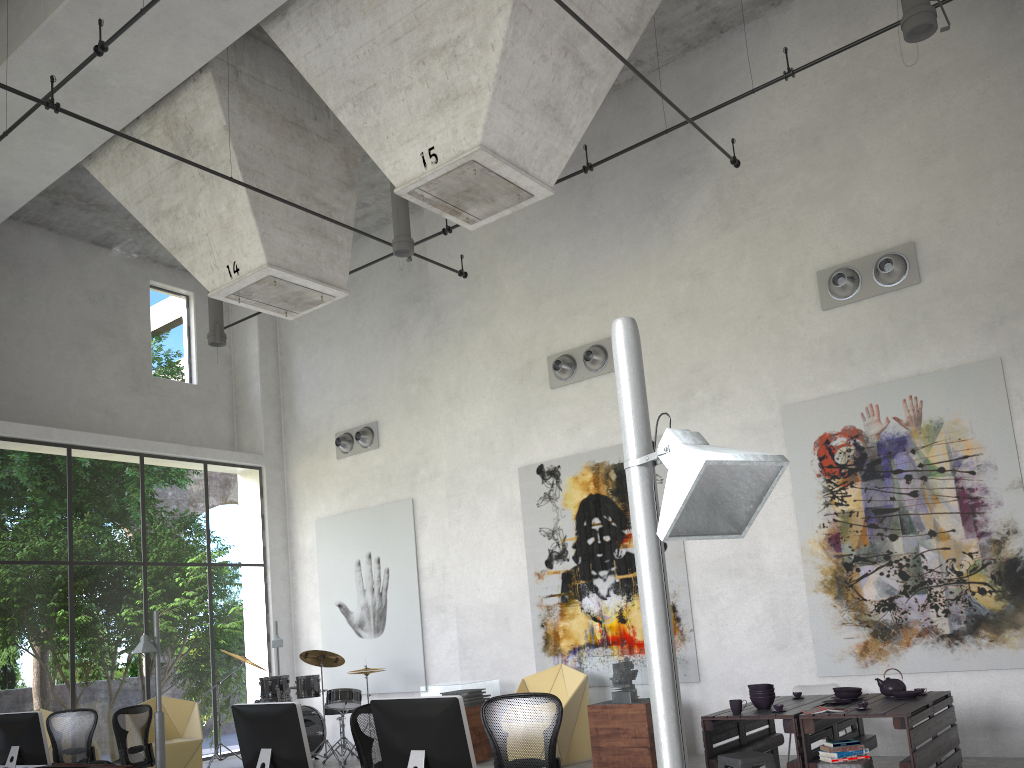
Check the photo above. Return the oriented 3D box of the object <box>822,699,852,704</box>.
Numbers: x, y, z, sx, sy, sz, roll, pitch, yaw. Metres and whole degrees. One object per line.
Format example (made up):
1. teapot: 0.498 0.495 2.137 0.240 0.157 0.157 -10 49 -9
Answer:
1. object: 2.649 2.595 7.162 0.237 0.019 0.238 -15 -18 30

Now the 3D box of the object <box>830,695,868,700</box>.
1. object: 2.828 2.639 7.371 0.296 0.023 0.302 -9 -16 13

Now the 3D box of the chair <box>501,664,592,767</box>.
1. chair: 0.428 4.034 10.708 0.993 1.143 0.945 -13 -14 34

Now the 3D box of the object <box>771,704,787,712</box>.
1. object: 2.120 2.574 6.978 0.117 0.055 0.140 -11 -16 21

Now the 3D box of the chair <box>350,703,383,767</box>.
1. chair: -1.101 2.956 6.515 0.798 1.159 0.784 -9 -11 20

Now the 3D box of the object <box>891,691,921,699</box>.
1. object: 3.192 2.518 7.110 0.230 0.046 0.234 -9 -16 13

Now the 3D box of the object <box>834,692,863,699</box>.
1. object: 2.824 2.618 7.373 0.229 0.046 0.236 -4 -16 -4

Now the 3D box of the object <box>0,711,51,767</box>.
1. object: -4.419 3.268 8.020 0.722 0.541 0.382 -12 -13 28

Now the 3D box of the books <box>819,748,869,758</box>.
1. books: 2.356 2.618 6.248 0.284 0.033 0.203 1 -17 -22

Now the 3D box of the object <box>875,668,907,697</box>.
1. object: 3.193 2.511 7.389 0.221 0.227 0.214 -13 -14 34

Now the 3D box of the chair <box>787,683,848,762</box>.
1. chair: 2.990 3.358 8.534 0.699 0.801 0.786 -10 -13 21

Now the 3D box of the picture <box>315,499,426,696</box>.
1. picture: -2.383 3.560 14.455 2.372 2.954 0.020 -14 -12 36

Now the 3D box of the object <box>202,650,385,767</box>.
1. object: -3.117 4.729 13.083 2.992 1.705 1.916 -10 -14 20

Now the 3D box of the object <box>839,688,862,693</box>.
1. object: 2.824 2.592 7.380 0.232 0.061 0.231 -14 -18 31

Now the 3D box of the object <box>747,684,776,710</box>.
1. object: 2.083 2.595 7.309 0.196 0.209 0.216 -14 -15 36

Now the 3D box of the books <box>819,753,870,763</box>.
1. books: 2.359 2.651 6.243 0.284 0.034 0.203 -3 -16 -7

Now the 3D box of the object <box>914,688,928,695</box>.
1. object: 3.370 2.540 7.249 0.116 0.055 0.141 -4 -15 -3

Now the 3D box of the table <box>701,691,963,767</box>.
1. table: 2.646 3.019 7.199 1.625 0.777 1.523 -16 -18 35

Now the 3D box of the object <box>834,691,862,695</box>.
1. object: 2.824 2.603 7.374 0.231 0.061 0.232 -14 -18 31

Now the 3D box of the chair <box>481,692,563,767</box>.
1. chair: 0.054 2.597 5.615 0.771 1.159 0.811 -6 -11 5

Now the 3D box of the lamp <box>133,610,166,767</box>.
1. lamp: -3.613 3.397 8.993 0.587 2.106 0.601 -12 -11 36

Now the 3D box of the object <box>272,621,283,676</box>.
1. object: -3.835 4.980 14.457 0.578 2.106 0.610 -2 -10 -18

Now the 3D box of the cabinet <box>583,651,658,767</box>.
1. cabinet: 1.323 3.660 9.862 0.754 1.228 0.600 -13 -12 36

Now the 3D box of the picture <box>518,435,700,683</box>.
1. picture: 1.151 2.338 11.272 2.390 2.954 0.020 -14 -12 36

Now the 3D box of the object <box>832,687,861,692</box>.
1. object: 2.816 2.581 7.382 0.232 0.057 0.232 -16 -19 35

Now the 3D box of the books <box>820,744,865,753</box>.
1. books: 2.348 2.587 6.255 0.254 0.031 0.179 -4 -16 -2

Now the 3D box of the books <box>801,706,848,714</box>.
1. books: 2.391 2.496 6.739 0.304 0.029 0.229 -6 -16 4

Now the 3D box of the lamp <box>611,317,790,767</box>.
1. lamp: 0.304 0.916 1.506 0.579 2.106 0.609 0 -10 -28

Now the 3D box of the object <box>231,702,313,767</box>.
1. object: -1.545 2.401 5.874 0.726 0.541 0.380 -15 -15 37

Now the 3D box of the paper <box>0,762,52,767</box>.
1. paper: -5.085 3.712 8.525 1.083 0.103 0.996 9 -21 -42

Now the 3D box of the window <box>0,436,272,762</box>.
1. window: -5.639 3.452 13.524 0.020 4.783 4.612 -11 -13 35

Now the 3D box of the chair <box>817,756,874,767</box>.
1. chair: 2.379 2.902 6.188 0.425 0.478 0.443 -12 -14 31

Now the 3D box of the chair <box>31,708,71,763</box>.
1. chair: -6.199 4.753 11.164 0.978 1.144 0.959 -4 -12 -5

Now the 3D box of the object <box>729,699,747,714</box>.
1. object: 1.822 2.603 7.081 0.131 0.107 0.102 -12 -14 27

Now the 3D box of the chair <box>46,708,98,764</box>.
1. chair: -4.885 4.176 9.610 0.769 1.159 0.813 -2 -11 -15

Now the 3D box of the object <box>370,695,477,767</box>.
1. object: -0.462 2.073 5.065 0.726 0.541 0.380 -15 -15 37

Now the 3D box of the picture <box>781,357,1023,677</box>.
1. picture: 4.069 1.458 9.094 2.251 2.954 0.020 -13 -12 36

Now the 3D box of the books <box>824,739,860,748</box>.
1. books: 2.350 2.559 6.258 0.204 0.024 0.148 -3 -16 -7

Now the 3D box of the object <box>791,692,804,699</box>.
1. object: 2.568 2.791 7.879 0.138 0.055 0.119 6 -18 -37

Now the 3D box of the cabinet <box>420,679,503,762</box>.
1. cabinet: -0.644 4.422 11.498 0.746 0.991 0.751 -13 -14 36

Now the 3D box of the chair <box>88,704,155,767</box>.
1. chair: -4.232 4.061 9.411 0.792 1.159 0.789 -5 -11 0

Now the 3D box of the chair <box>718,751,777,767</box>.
1. chair: 1.841 3.128 6.814 0.419 0.478 0.449 -1 -13 -18

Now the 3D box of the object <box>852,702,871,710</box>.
1. object: 2.637 2.429 6.632 0.138 0.055 0.119 -8 -15 12

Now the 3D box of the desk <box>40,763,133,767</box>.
1. desk: -4.866 4.044 8.332 3.177 0.708 0.985 -17 -17 36

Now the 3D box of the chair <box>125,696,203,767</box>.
1. chair: -4.775 4.905 12.142 0.981 1.143 0.956 3 -14 -33
